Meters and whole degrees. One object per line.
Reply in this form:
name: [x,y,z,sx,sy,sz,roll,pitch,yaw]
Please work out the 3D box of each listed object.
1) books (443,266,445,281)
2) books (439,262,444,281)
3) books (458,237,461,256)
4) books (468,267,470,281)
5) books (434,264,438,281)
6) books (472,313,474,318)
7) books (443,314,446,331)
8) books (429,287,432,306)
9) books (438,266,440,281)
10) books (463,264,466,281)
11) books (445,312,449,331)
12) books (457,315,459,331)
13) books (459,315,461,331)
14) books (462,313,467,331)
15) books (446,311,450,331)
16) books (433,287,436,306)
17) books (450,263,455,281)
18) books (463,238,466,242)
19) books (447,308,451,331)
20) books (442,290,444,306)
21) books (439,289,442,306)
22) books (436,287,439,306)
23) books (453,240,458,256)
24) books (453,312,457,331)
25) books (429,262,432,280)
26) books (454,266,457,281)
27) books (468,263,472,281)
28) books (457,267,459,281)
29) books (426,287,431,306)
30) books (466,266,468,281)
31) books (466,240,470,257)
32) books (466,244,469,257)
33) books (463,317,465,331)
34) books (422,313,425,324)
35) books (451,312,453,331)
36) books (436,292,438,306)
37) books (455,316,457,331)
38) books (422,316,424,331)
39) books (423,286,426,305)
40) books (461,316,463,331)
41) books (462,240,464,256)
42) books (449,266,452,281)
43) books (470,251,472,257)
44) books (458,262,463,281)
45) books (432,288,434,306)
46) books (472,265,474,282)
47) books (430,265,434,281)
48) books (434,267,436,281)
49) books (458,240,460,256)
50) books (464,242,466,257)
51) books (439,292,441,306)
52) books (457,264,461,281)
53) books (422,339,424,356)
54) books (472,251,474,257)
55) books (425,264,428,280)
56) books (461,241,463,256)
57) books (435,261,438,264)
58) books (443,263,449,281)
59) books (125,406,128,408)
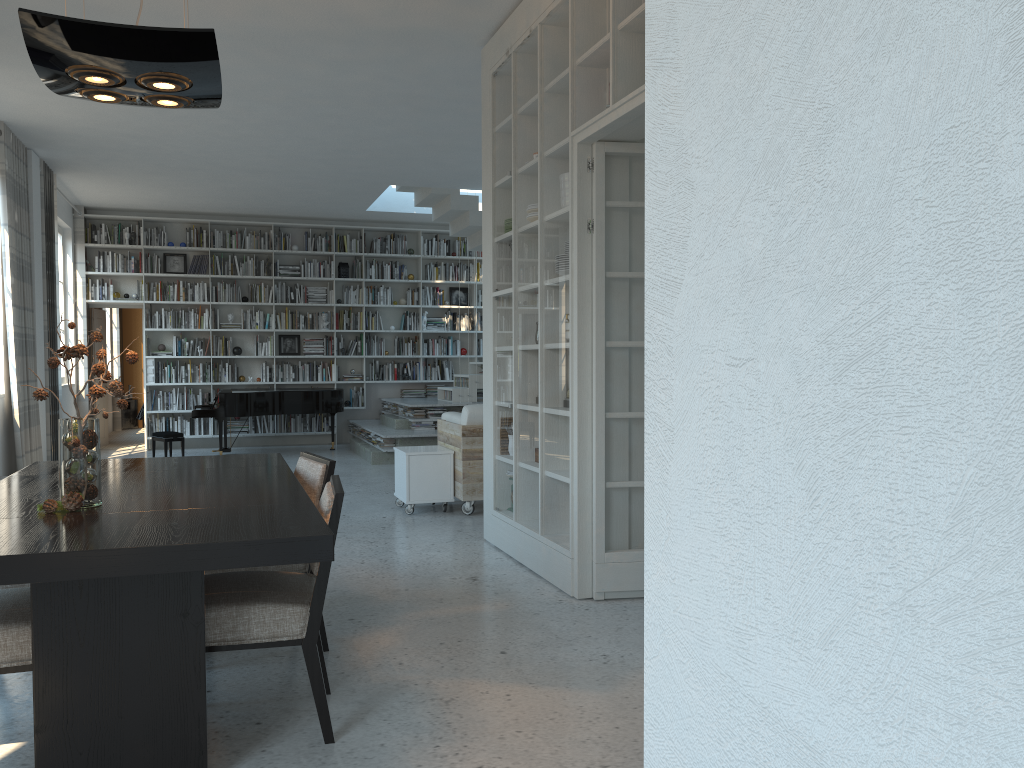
books: [-1.036,-1.648,13.299,0.025,0.238,0.142,-1,2,-18]
books: [-1.057,-1.672,13.281,0.026,0.288,0.156,-1,2,-18]
books: [-0.793,-2.059,13.356,0.007,0.321,0.165,-1,2,-18]
books: [-0.664,-1.650,13.422,0.022,0.234,0.158,-1,2,-18]
books: [-1.143,-1.658,13.252,0.026,0.261,0.167,-1,2,-18]
books: [-0.596,-0.941,13.488,0.029,0.284,0.138,-1,2,-18]
books: [-1.017,-0.921,13.330,0.012,0.254,0.161,-1,2,-18]
books: [-1.223,-1.303,13.260,0.012,0.285,0.159,-1,2,-18]
books: [-1.108,-1.640,13.273,0.030,0.224,0.157,-1,2,-18]
books: [-0.728,-1.668,13.382,0.036,0.272,0.177,-1,2,-18]
books: [-0.979,-0.937,13.353,0.012,0.285,0.159,-1,2,-18]
books: [-0.829,-0.917,13.394,0.031,0.242,0.147,-1,2,-18]
books: [-0.805,-0.922,13.420,0.031,0.250,0.133,-1,2,-18]
books: [-0.719,-0.933,13.414,0.021,0.271,0.191,-1,2,-18]
books: [-0.960,-0.944,13.331,0.011,0.300,0.184,-1,2,-18]
books: [-1.166,-1.304,13.264,0.012,0.287,0.176,-1,2,-18]
books: [-0.895,-1.672,13.348,0.048,0.283,0.162,-1,2,-18]
books: [-0.716,-2.049,13.395,0.020,0.299,0.131,-1,2,-18]
books: [-0.950,-0.964,13.333,0.010,0.339,0.180,-1,2,-18]
books: [-1.049,-1.283,13.294,0.026,0.244,0.177,-1,2,-18]
books: [-1.075,-1.288,13.296,0.021,0.253,0.167,-1,2,-18]
books: [-1.122,-1.303,13.276,0.014,0.285,0.175,-1,2,-18]
books: [-0.849,-2.026,13.330,0.019,0.256,0.169,-1,2,-18]
books: [-0.880,-0.936,13.370,0.059,0.282,0.167,-1,2,-18]
books: [-1.232,-1.667,13.233,0.051,0.282,0.166,-1,2,-18]
books: [-0.858,-1.650,13.336,0.014,0.240,0.189,-1,2,-18]
books: [-0.640,-1.675,13.425,0.026,0.284,0.147,-1,2,-18]
books: [-0.827,-1.640,13.354,0.031,0.217,0.165,-1,2,-18]
books: [-1.261,-1.304,13.240,0.065,0.289,0.145,-1,2,-18]
books: [-0.699,-1.653,13.400,0.030,0.241,0.162,-1,2,-18]
books: [-0.669,-2.040,13.414,0.025,0.279,0.136,-1,2,-18]
books: [-0.689,-2.005,13.390,0.029,0.210,0.169,-1,2,-18]
books: [-0.749,-0.904,13.431,0.025,0.213,0.155,-1,2,-18]
books: [-1.325,-0.924,13.241,0.028,0.267,0.137,-1,2,-18]
books: [-0.918,-0.936,13.371,0.013,0.280,0.131,-1,2,-18]
books: [-1.131,-1.264,13.263,0.013,0.207,0.189,-1,2,-18]
books: [-0.855,-0.936,13.406,0.010,0.278,0.129,-1,2,-18]
books: [-1.342,-0.900,13.205,0.027,0.221,0.184,-1,2,-18]
books: [-1.310,-1.309,13.227,0.015,0.301,0.140,-1,2,-18]
books: [-0.776,-0.915,13.429,0.028,0.235,0.129,-1,2,-18]
books: [-0.751,-2.028,13.386,0.017,0.257,0.146,-1,2,-18]
books: [-0.939,-1.644,13.306,0.030,0.230,0.187,-1,2,-18]
books: [-0.644,-2.007,13.430,0.031,0.211,0.131,-1,2,-18]
books: [-0.779,-1.679,13.364,0.022,0.294,0.180,-1,2,-18]
books: [-1.199,-1.295,13.278,0.043,0.269,0.131,-1,2,-18]
books: [-0.613,-1.666,13.432,0.031,0.265,0.169,-1,2,-18]
books: [-1.197,-1.652,13.254,0.026,0.251,0.130,-1,2,-18]
books: [-1.166,-1.631,13.241,0.025,0.207,0.175,-1,2,-18]
books: [-0.820,-2.024,13.349,0.016,0.252,0.189,-1,2,-18]
books: [-0.727,-2.017,13.371,0.018,0.235,0.186,-1,2,-18]
books: [-1.101,-1.268,13.289,0.033,0.213,0.152,-1,2,-18]
books: [-0.804,-1.663,13.370,0.023,0.264,0.156,-1,2,-18]
books: [-1.338,-0.550,13.248,0.012,0.254,0.161,-1,2,-18]
books: [-0.610,-2.032,13.417,0.026,0.263,0.163,-1,2,-18]
books: [-1.275,-1.653,13.222,0.012,0.254,0.161,-1,2,-18]
books: [-0.769,-2.023,13.364,0.031,0.249,0.164,-1,2,-18]
books: [-1.128,-1.676,13.265,0.011,0.296,0.162,-1,2,-18]
books: [-0.993,-1.661,13.258,0.032,0.265,0.245,-1,2,-18]
books: [-6.990,0.411,15.848,0.133,0.022,0.189,1,2,33]
